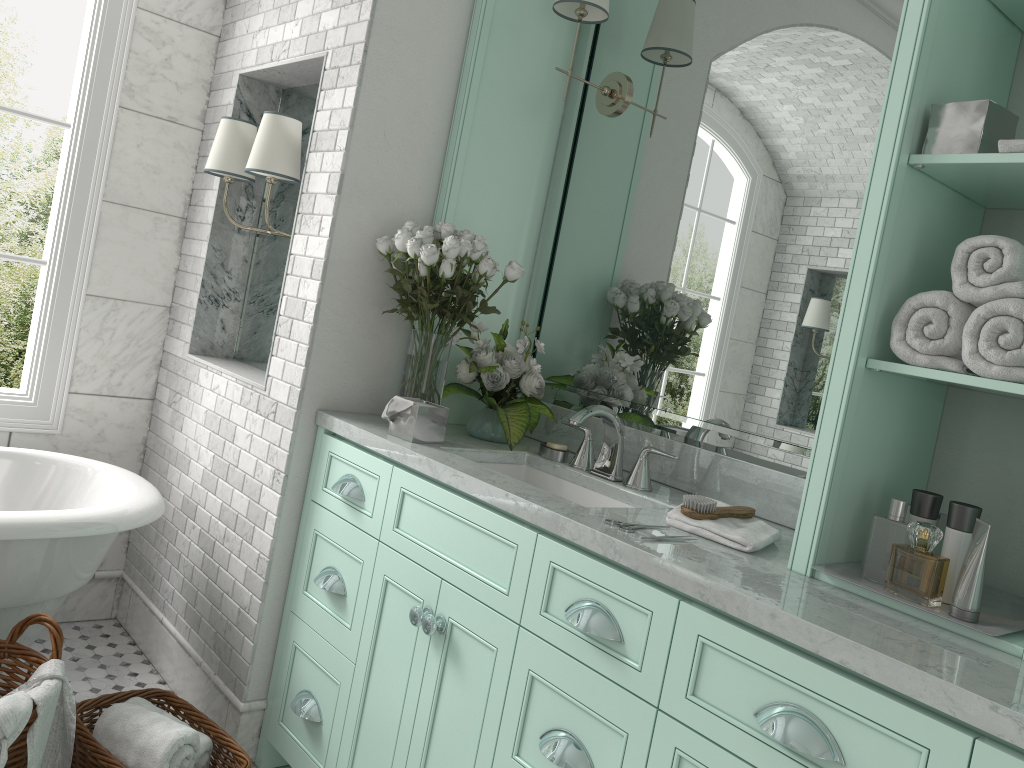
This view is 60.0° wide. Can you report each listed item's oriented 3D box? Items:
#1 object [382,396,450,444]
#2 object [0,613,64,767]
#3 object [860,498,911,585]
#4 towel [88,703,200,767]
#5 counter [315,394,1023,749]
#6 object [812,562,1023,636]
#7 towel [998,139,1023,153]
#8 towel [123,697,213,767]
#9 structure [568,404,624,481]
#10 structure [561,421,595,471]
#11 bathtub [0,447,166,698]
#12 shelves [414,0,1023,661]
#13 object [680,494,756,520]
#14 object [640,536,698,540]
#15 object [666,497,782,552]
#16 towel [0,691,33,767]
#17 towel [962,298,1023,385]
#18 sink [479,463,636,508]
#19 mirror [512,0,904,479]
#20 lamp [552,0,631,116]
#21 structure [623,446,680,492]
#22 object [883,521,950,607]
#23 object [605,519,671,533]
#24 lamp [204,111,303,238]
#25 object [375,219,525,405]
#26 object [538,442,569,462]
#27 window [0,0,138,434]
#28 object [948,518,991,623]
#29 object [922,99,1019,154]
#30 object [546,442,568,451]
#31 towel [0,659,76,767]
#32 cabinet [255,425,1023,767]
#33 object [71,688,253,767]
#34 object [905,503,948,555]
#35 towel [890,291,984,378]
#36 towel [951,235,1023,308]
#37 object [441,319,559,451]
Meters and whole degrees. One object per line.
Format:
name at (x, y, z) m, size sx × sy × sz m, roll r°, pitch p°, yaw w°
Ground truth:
object at (-0.285, 0.100, 2.556) m, size 0.146 × 0.112 × 0.137 m, roll 8°, pitch 5°, yaw -45°
object at (-1.354, 0.862, 2.028) m, size 0.518 × 0.569 × 0.521 m, roll 11°, pitch 3°, yaw -9°
object at (0.752, 0.312, 1.757) m, size 0.035 × 0.169 × 0.093 m, roll 9°, pitch 3°, yaw -41°
towel at (-0.953, 0.956, 2.299) m, size 0.322 × 0.211 × 0.149 m, roll 13°, pitch 3°, yaw 32°
counter at (0.603, 0.328, 1.958) m, size 0.821 × 0.181 × 2.821 m, roll 7°, pitch 6°, yaw -41°
object at (0.860, 0.416, 1.761) m, size 0.437 × 0.008 × 0.351 m, roll 7°, pitch 6°, yaw -41°
towel at (1.084, -0.413, 1.658) m, size 0.316 × 0.056 × 0.240 m, roll 7°, pitch 6°, yaw -44°
towel at (-0.961, 0.991, 2.442) m, size 0.313 × 0.185 × 0.164 m, roll 12°, pitch 3°, yaw 19°
structure at (0.246, 0.162, 2.476) m, size 0.103 × 0.204 × 0.234 m, roll 13°, pitch 4°, yaw 38°
structure at (0.190, 0.181, 2.643) m, size 0.158 × 0.121 × 0.082 m, roll 13°, pitch 3°, yaw 33°
bathtub at (-2.096, 0.597, 2.350) m, size 2.158 × 0.757 × 0.946 m, roll 8°, pitch 5°, yaw -41°
shelves at (0.882, -0.655, 1.993) m, size 0.463 × 2.120 × 2.823 m, roll 9°, pitch 4°, yaw -41°
object at (0.493, 0.292, 2.080) m, size 0.227 × 0.044 × 0.068 m, roll 8°, pitch 4°, yaw -32°
object at (0.330, 0.324, 1.868) m, size 0.167 × 0.005 × 0.020 m, roll 8°, pitch 5°, yaw -37°
object at (0.484, 0.322, 2.060) m, size 0.238 × 0.056 × 0.318 m, roll 7°, pitch 6°, yaw -44°
towel at (-1.294, 0.873, 1.955) m, size 0.398 × 0.438 × 0.486 m, roll 9°, pitch 4°, yaw -40°
towel at (0.990, -0.069, 1.684) m, size 0.303 × 0.159 × 0.161 m, roll 8°, pitch 4°, yaw -41°
sink at (0.097, 0.316, 2.394) m, size 0.345 × 0.079 × 0.605 m, roll 7°, pitch 5°, yaw -41°
mirror at (0.635, -0.791, 2.600) m, size 0.015 × 1.930 × 1.443 m, roll 9°, pitch 3°, yaw -41°
lamp at (0.258, -1.142, 2.874) m, size 0.308 × 0.487 × 0.184 m, roll 9°, pitch 3°, yaw -42°
structure at (0.390, 0.236, 2.436) m, size 0.158 × 0.121 × 0.082 m, roll 13°, pitch 3°, yaw 33°
object at (0.767, 0.333, 1.671) m, size 0.063 × 0.147 × 0.093 m, roll 9°, pitch 3°, yaw -36°
object at (0.273, 0.308, 1.947) m, size 0.075 × 0.007 × 0.175 m, roll 15°, pitch 6°, yaw 41°
lamp at (-0.869, -0.733, 3.147) m, size 0.307 × 0.383 × 0.550 m, roll 9°, pitch 4°, yaw -41°
object at (-0.241, -0.171, 2.725) m, size 0.390 × 0.652 × 0.358 m, roll 10°, pitch 3°, yaw -29°
object at (0.127, 0.208, 2.711) m, size 0.079 × 0.035 × 0.134 m, roll 9°, pitch 4°, yaw -23°
window at (-2.242, -1.042, 2.831) m, size 1.825 × 2.320 × 0.119 m, roll 9°, pitch 3°, yaw -41°
object at (0.831, 0.335, 1.596) m, size 0.049 × 0.179 × 0.050 m, roll 9°, pitch 3°, yaw -39°
object at (0.906, -0.489, 1.753) m, size 0.121 × 0.105 × 0.118 m, roll 9°, pitch 4°, yaw -35°
object at (0.137, 0.190, 2.692) m, size 0.051 × 0.022 × 0.077 m, roll 10°, pitch 4°, yaw -20°
towel at (-1.300, 0.889, 2.033) m, size 0.460 × 0.469 × 0.383 m, roll 11°, pitch 3°, yaw -2°
cabinet at (0.467, 0.948, 1.965) m, size 0.860 × 1.096 × 2.811 m, roll 9°, pitch 5°, yaw -41°
object at (-0.975, 1.066, 2.389) m, size 0.553 × 0.260 × 0.344 m, roll 14°, pitch 5°, yaw 39°
object at (0.838, 0.332, 1.837) m, size 0.035 × 0.151 × 0.093 m, roll 9°, pitch 3°, yaw -38°
towel at (0.904, -0.095, 1.791) m, size 0.310 × 0.163 × 0.154 m, roll 8°, pitch 4°, yaw -41°
towel at (0.988, -0.201, 1.737) m, size 0.297 × 0.142 × 0.169 m, roll 8°, pitch 5°, yaw -41°
object at (-0.029, -0.013, 2.848) m, size 0.393 × 0.402 × 0.454 m, roll 9°, pitch 4°, yaw -39°
